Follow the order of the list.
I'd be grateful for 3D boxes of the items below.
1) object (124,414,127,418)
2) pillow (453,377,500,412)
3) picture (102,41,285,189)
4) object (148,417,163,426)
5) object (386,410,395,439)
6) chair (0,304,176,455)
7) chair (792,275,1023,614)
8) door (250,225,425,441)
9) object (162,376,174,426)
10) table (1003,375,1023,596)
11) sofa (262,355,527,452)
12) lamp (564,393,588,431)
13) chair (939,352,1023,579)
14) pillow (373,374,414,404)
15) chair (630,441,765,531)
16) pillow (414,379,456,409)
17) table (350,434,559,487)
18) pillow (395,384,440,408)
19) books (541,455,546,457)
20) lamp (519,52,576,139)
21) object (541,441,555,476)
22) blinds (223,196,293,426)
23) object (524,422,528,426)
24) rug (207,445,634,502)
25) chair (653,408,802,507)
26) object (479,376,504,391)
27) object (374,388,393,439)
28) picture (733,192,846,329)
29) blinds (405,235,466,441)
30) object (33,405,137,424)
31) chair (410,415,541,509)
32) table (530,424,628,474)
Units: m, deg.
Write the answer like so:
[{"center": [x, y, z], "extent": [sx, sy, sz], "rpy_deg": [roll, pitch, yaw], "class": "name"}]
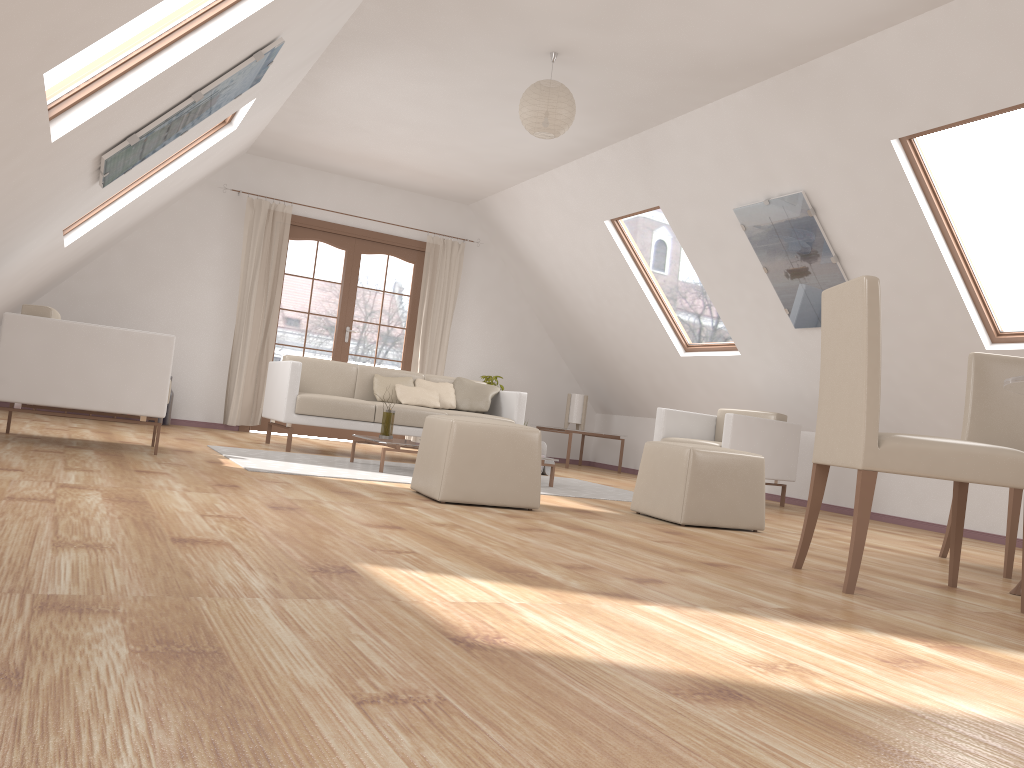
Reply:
[{"center": [-3.272, 0.238, 7.546], "extent": [0.109, 0.109, 0.435], "rpy_deg": [8, -3, -26], "class": "object"}, {"center": [-0.321, 0.090, 7.302], "extent": [0.424, 0.276, 0.269], "rpy_deg": [6, -3, 24], "class": "pillow"}, {"center": [-1.554, -1.291, 4.289], "extent": [0.683, 0.738, 0.650], "rpy_deg": [8, -3, -26], "class": "picture"}, {"center": [-3.047, 0.141, 7.639], "extent": [0.115, 0.443, 0.120], "rpy_deg": [8, -3, -32], "class": "object"}, {"center": [-0.803, 0.263, 5.785], "extent": [0.075, 0.185, 0.075], "rpy_deg": [7, -2, 6], "class": "object"}, {"center": [-2.302, -0.025, 4.840], "extent": [0.820, 0.706, 0.748], "rpy_deg": [8, -3, -23], "class": "chair"}, {"center": [1.357, 0.190, 2.974], "extent": [0.618, 0.999, 0.477], "rpy_deg": [7, -2, -1], "class": "chair"}, {"center": [-1.668, -0.459, 8.768], "extent": [1.546, 2.001, 0.098], "rpy_deg": [8, -3, -26], "class": "door"}, {"center": [-3.063, 0.149, 7.864], "extent": [0.115, 0.443, 0.120], "rpy_deg": [8, -3, -32], "class": "object"}, {"center": [2.324, 0.421, 3.025], "extent": [1.198, 0.770, 1.198], "rpy_deg": [7, -2, -5], "class": "table"}, {"center": [-0.916, 0.229, 6.954], "extent": [1.880, 0.706, 0.820], "rpy_deg": [8, -3, -26], "class": "sofa"}, {"center": [0.685, 0.297, 9.440], "extent": [0.221, 0.375, 0.180], "rpy_deg": [7, -2, 8], "class": "lamp"}, {"center": [2.332, 0.348, 3.972], "extent": [0.477, 0.999, 0.618], "rpy_deg": [7, -2, 2], "class": "chair"}, {"center": [-0.931, 0.040, 7.059], "extent": [0.351, 0.235, 0.185], "rpy_deg": [8, -3, -22], "class": "pillow"}, {"center": [0.958, 0.507, 4.528], "extent": [0.506, 0.394, 0.506], "rpy_deg": [8, -3, -22], "class": "chair"}, {"center": [-0.625, 0.083, 7.203], "extent": [0.351, 0.225, 0.196], "rpy_deg": [8, -3, -21], "class": "pillow"}, {"center": [-0.389, 0.504, 5.801], "extent": [1.173, 0.190, 0.730], "rpy_deg": [8, -3, -26], "class": "table"}, {"center": [-0.735, 0.104, 6.988], "extent": [0.363, 0.170, 0.227], "rpy_deg": [8, -3, -21], "class": "pillow"}, {"center": [0.072, 0.468, 5.987], "extent": [0.280, 0.005, 0.192], "rpy_deg": [8, -3, -34], "class": "books"}, {"center": [0.221, -1.719, 5.268], "extent": [0.340, 0.497, 0.340], "rpy_deg": [6, -2, 13], "class": "lamp"}, {"center": [0.170, 0.590, 7.216], "extent": [0.212, 0.267, 0.315], "rpy_deg": [9, -3, -39], "class": "object"}, {"center": [-2.406, -0.661, 8.302], "extent": [0.423, 2.130, 0.120], "rpy_deg": [8, -3, -28], "class": "blinds"}, {"center": [0.055, 0.542, 9.033], "extent": [0.209, 0.480, 0.234], "rpy_deg": [5, -3, 30], "class": "object"}, {"center": [-0.406, 0.591, 5.720], "extent": [2.800, 0.007, 1.600], "rpy_deg": [8, -3, -26], "class": "rug"}, {"center": [1.611, 0.523, 6.744], "extent": [0.820, 0.706, 0.748], "rpy_deg": [9, -3, -36], "class": "chair"}, {"center": [-0.238, 0.326, 9.163], "extent": [0.311, 0.846, 0.307], "rpy_deg": [8, -3, -34], "class": "object"}, {"center": [-0.799, 0.171, 5.660], "extent": [0.123, 0.359, 0.184], "rpy_deg": [6, -2, 16], "class": "object"}, {"center": [1.934, -0.803, 5.998], "extent": [0.683, 0.738, 0.650], "rpy_deg": [8, -3, -26], "class": "picture"}, {"center": [-0.786, -0.439, 9.053], "extent": [0.424, 2.129, 0.123], "rpy_deg": [8, -3, -31], "class": "blinds"}, {"center": [-3.513, -0.011, 7.471], "extent": [0.854, 0.608, 0.417], "rpy_deg": [8, -3, -26], "class": "object"}, {"center": [-0.164, 0.361, 4.247], "extent": [0.506, 0.394, 0.506], "rpy_deg": [8, -3, -21], "class": "chair"}, {"center": [0.666, 0.673, 9.257], "extent": [0.730, 0.390, 0.773], "rpy_deg": [8, -3, -28], "class": "table"}]
